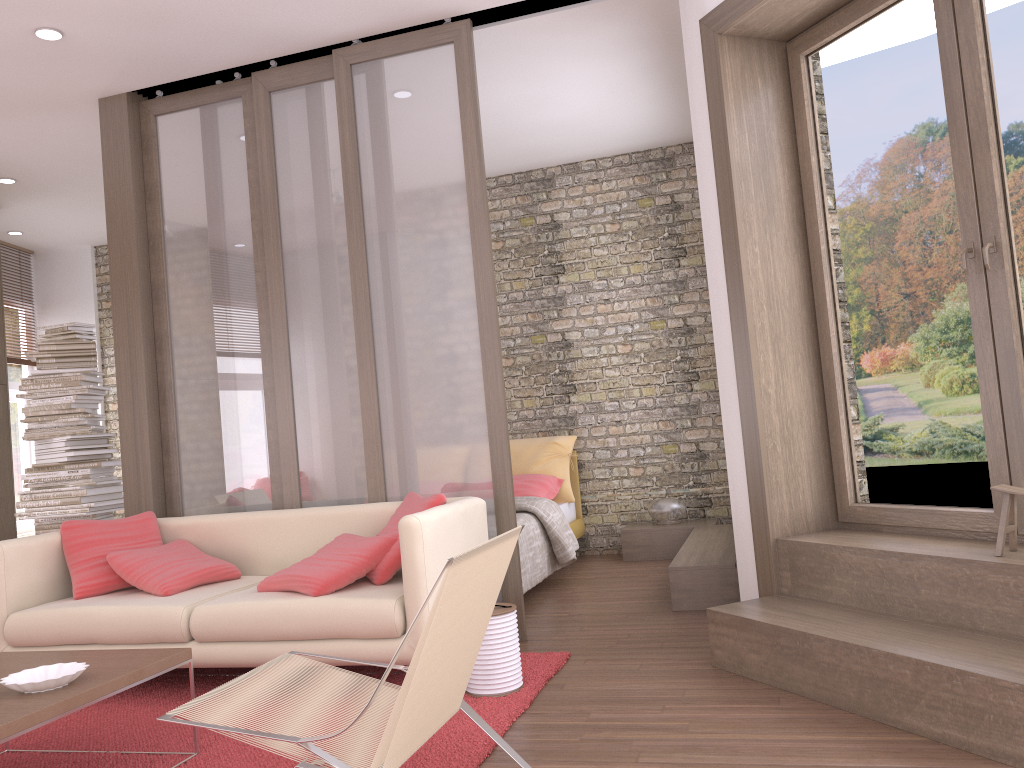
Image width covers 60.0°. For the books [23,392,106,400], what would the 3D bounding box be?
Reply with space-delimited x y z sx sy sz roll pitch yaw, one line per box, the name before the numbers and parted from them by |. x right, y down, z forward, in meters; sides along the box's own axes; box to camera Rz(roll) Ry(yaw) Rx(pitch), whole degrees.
books | -3.067 0.084 6.099 0.416 0.012 0.324 -5 -3 -4

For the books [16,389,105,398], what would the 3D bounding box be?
books | -3.106 0.071 6.123 0.470 0.022 0.306 -5 -3 -4

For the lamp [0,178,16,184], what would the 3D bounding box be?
lamp | -3.735 -1.502 6.557 0.119 0.010 0.119 -5 -3 -4

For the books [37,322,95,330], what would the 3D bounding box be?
books | -3.093 -0.395 6.157 0.313 0.014 0.204 -6 -3 16

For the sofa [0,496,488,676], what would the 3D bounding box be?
sofa | -1.267 1.015 4.224 2.204 0.751 0.919 -6 -3 16

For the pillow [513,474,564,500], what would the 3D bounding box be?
pillow | -0.050 0.849 6.868 0.834 0.261 0.540 -6 -3 16

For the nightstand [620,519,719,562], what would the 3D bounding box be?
nightstand | 1.227 1.200 6.825 0.707 0.240 0.400 -6 -3 16

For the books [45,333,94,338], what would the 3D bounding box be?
books | -3.066 -0.328 6.156 0.258 0.010 0.183 -5 -3 1

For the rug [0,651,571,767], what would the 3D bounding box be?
rug | -1.596 1.350 2.921 2.938 0.016 3.344 -6 -3 16

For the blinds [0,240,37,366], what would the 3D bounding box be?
blinds | -4.700 -0.771 7.972 0.042 1.138 1.373 -5 -3 3

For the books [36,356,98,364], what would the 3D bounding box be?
books | -3.088 -0.157 6.163 0.371 0.036 0.211 -4 -3 -24

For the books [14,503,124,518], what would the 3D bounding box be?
books | -3.007 0.862 6.086 0.612 0.028 0.399 -6 -3 16

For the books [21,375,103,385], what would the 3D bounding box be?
books | -3.105 -0.016 6.142 0.416 0.035 0.323 -5 -3 -4

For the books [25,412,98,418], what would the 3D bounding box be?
books | -3.097 0.217 6.112 0.395 0.009 0.233 -5 -3 -9

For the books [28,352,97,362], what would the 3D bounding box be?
books | -3.100 -0.187 6.135 0.412 0.019 0.259 -4 -3 -24

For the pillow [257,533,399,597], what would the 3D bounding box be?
pillow | -0.820 0.810 3.988 0.507 0.224 0.467 -8 -4 44

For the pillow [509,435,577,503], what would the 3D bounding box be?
pillow | 0.042 0.728 7.218 1.021 0.557 0.366 -6 -3 16

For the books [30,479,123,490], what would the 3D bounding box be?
books | -2.972 0.691 6.100 0.542 0.020 0.320 -6 -3 16

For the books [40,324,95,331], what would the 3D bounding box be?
books | -3.077 -0.385 6.146 0.277 0.008 0.216 -6 -3 16

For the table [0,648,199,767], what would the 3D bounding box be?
table | -1.648 1.156 2.854 0.850 0.378 0.850 -6 -3 16

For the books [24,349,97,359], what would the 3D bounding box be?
books | -3.114 -0.207 6.136 0.435 0.019 0.248 -4 -3 -24

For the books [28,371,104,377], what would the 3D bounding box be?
books | -3.083 -0.060 6.147 0.416 0.015 0.245 -5 -3 -4

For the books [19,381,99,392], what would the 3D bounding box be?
books | -3.119 0.021 6.119 0.401 0.035 0.315 -5 -3 -4

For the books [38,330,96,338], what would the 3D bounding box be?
books | -3.083 -0.341 6.153 0.303 0.015 0.202 -6 -3 16

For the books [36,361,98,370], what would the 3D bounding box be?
books | -3.085 -0.120 6.161 0.371 0.036 0.211 -4 -3 -24

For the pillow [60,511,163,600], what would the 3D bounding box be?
pillow | -2.011 0.863 4.517 0.498 0.377 0.379 -3 -4 -39

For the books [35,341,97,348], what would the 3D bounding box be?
books | -3.080 -0.267 6.135 0.366 0.012 0.287 -4 -3 -24

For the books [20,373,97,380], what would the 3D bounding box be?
books | -3.121 -0.042 6.124 0.392 0.015 0.306 -5 -3 -4

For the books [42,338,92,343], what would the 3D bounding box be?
books | -3.074 -0.286 6.148 0.272 0.023 0.201 -5 -3 -4

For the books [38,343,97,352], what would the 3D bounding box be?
books | -3.073 -0.240 6.142 0.351 0.036 0.275 -4 -3 -24

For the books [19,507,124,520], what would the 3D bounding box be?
books | -2.969 0.880 6.040 0.542 0.016 0.423 -6 -3 16

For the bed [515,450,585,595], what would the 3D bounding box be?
bed | -0.599 1.027 6.385 2.219 0.861 2.360 -6 -3 16

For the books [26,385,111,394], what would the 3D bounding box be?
books | -3.057 0.044 6.134 0.434 0.019 0.324 -5 -3 -4

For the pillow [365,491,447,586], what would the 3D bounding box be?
pillow | -0.543 0.710 4.138 0.379 0.377 0.498 -4 -3 -24

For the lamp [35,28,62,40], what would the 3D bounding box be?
lamp | -2.314 -1.749 4.432 0.119 0.010 0.119 -7 -4 30

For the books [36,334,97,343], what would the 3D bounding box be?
books | -3.092 -0.308 6.157 0.327 0.023 0.198 -6 -3 16

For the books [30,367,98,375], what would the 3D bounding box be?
books | -3.086 -0.080 6.127 0.404 0.026 0.266 -4 -3 -24

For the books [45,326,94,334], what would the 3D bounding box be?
books | -3.072 -0.365 6.155 0.260 0.029 0.193 -7 -4 31

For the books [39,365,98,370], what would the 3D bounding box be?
books | -3.060 -0.101 6.130 0.351 0.010 0.284 -4 -3 -24

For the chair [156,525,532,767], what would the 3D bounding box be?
chair | -0.428 0.846 2.523 0.853 0.762 0.739 -6 -3 16

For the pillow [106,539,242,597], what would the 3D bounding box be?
pillow | -1.682 0.912 4.416 0.467 0.224 0.507 -7 -4 29

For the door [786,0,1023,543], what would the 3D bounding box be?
door | 1.754 -0.552 3.294 0.142 2.275 1.800 -4 -4 -24
